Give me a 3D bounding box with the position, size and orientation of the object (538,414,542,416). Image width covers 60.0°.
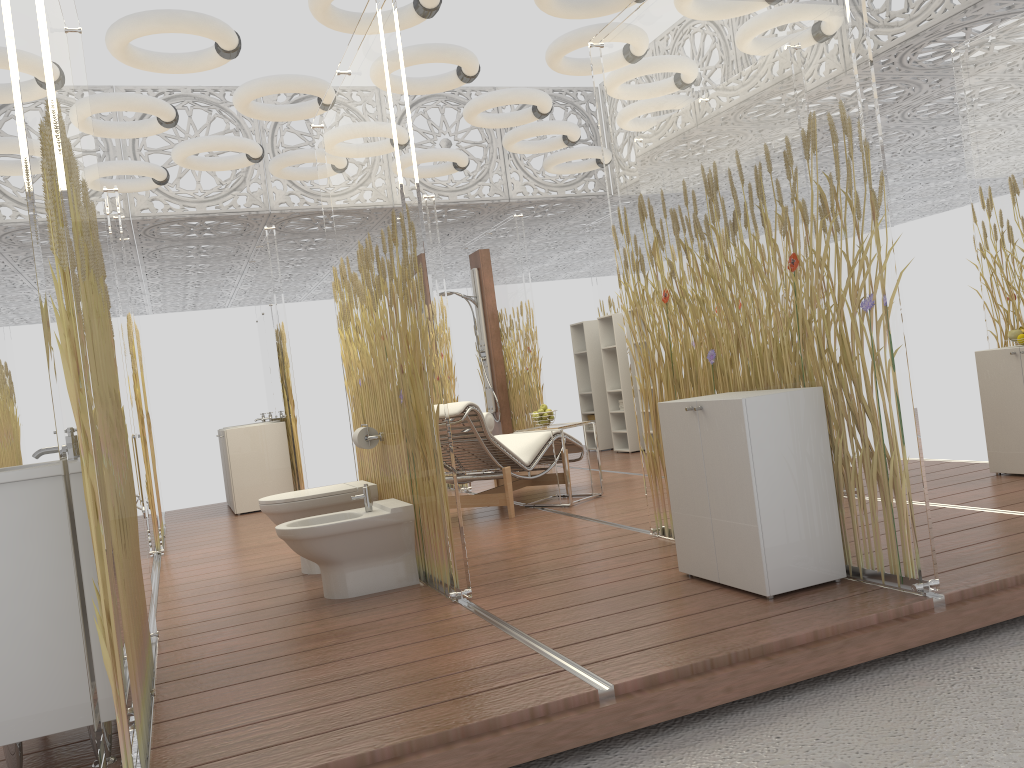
[{"bbox_3d":[0.205,0.209,6.277,0.040,0.038,0.040,-7,0,40],"label":"object"}]

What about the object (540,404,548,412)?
[{"bbox_3d":[0.225,0.170,6.293,0.055,0.056,0.055,-7,0,-21],"label":"object"}]

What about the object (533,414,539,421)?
[{"bbox_3d":[0.175,0.236,6.287,0.058,0.058,0.058,-7,0,36],"label":"object"}]

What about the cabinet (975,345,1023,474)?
[{"bbox_3d":[3.015,0.129,4.967,0.358,0.712,0.595,-7,0,-21],"label":"cabinet"}]

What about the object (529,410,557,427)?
[{"bbox_3d":[0.227,0.250,6.297,0.206,0.105,0.206,-7,0,24],"label":"object"}]

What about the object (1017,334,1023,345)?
[{"bbox_3d":[2.871,-0.250,4.985,0.056,0.066,0.053,-7,0,-19],"label":"object"}]

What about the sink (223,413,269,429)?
[{"bbox_3d":[-2.738,0.455,9.210,0.499,0.266,0.573,-7,0,-24],"label":"sink"}]

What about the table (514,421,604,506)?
[{"bbox_3d":[0.335,0.563,6.306,0.420,0.535,0.420,-7,0,39],"label":"table"}]

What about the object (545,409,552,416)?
[{"bbox_3d":[0.260,0.202,6.272,0.050,0.054,0.055,-7,0,38],"label":"object"}]

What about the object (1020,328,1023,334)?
[{"bbox_3d":[2.913,-0.314,5.003,0.035,0.084,0.200,-7,0,1],"label":"object"}]

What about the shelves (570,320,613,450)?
[{"bbox_3d":[0.985,0.008,10.166,0.344,1.460,0.366,-7,0,-21],"label":"shelves"}]

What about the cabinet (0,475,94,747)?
[{"bbox_3d":[-1.363,0.598,2.590,0.316,0.678,0.580,-7,0,-21],"label":"cabinet"}]

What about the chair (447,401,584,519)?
[{"bbox_3d":[-0.098,0.492,6.422,0.635,0.811,1.787,-7,0,29],"label":"chair"}]

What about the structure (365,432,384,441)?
[{"bbox_3d":[-0.736,0.280,4.654,0.080,0.047,0.215,-7,0,-21],"label":"structure"}]

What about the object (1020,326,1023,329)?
[{"bbox_3d":[2.970,-0.307,5.006,0.045,0.064,0.202,-7,0,-17],"label":"object"}]

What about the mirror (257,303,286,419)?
[{"bbox_3d":[-2.445,-0.190,8.965,0.009,1.081,1.422,-7,0,-21],"label":"mirror"}]

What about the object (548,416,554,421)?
[{"bbox_3d":[0.278,0.241,6.285,0.045,0.042,0.045,-7,0,-26],"label":"object"}]

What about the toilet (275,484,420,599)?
[{"bbox_3d":[-0.797,0.747,4.210,0.611,0.506,0.401,-7,0,-21],"label":"toilet"}]

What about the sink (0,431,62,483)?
[{"bbox_3d":[-1.465,0.281,2.564,0.454,0.263,0.603,-7,0,-21],"label":"sink"}]

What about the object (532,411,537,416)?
[{"bbox_3d":[0.168,0.220,6.330,0.047,0.048,0.047,-7,0,31],"label":"object"}]

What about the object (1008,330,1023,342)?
[{"bbox_3d":[2.866,-0.275,5.046,0.077,0.067,0.078,-7,0,-20],"label":"object"}]

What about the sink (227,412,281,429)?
[{"bbox_3d":[-2.482,0.422,8.541,0.499,0.266,0.573,-7,0,-18],"label":"sink"}]

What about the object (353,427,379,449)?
[{"bbox_3d":[-0.768,0.284,4.662,0.115,0.115,0.131,-7,0,-21],"label":"object"}]

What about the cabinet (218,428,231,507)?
[{"bbox_3d":[-2.706,0.821,9.203,0.549,0.782,0.643,-7,0,-21],"label":"cabinet"}]

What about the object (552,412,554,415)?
[{"bbox_3d":[0.269,0.213,6.326,0.055,0.048,0.054,-7,0,-28],"label":"object"}]

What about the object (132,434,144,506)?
[{"bbox_3d":[-3.094,0.742,7.326,0.042,0.656,0.283,-7,0,-21],"label":"object"}]

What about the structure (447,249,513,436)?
[{"bbox_3d":[-0.375,-0.276,9.846,0.624,2.402,0.433,-7,0,-35],"label":"structure"}]

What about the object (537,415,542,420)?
[{"bbox_3d":[0.191,0.236,6.248,0.040,0.040,0.039,-7,0,-30],"label":"object"}]

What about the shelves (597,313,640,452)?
[{"bbox_3d":[1.237,-0.023,9.509,0.344,1.460,0.366,-7,0,-21],"label":"shelves"}]

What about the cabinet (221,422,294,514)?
[{"bbox_3d":[-2.449,0.789,8.533,0.549,0.782,0.643,-7,0,-21],"label":"cabinet"}]

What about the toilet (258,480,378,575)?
[{"bbox_3d":[-1.063,0.809,4.915,0.611,0.437,0.401,-7,0,-21],"label":"toilet"}]

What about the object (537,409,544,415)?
[{"bbox_3d":[0.203,0.197,6.238,0.047,0.045,0.047,-7,0,-20],"label":"object"}]

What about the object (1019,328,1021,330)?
[{"bbox_3d":[2.948,-0.296,5.013,0.032,0.085,0.186,-7,0,-10],"label":"object"}]

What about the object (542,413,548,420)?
[{"bbox_3d":[0.233,0.227,6.238,0.047,0.045,0.047,-7,0,-17],"label":"object"}]

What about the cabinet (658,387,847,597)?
[{"bbox_3d":[0.923,0.397,3.495,0.358,0.712,0.595,-7,0,-21],"label":"cabinet"}]

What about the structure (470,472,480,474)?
[{"bbox_3d":[-0.556,0.977,9.795,0.879,0.039,1.053,-7,0,-21],"label":"structure"}]

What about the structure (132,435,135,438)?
[{"bbox_3d":[-3.109,0.433,7.338,0.078,0.047,0.442,-7,0,-21],"label":"structure"}]
